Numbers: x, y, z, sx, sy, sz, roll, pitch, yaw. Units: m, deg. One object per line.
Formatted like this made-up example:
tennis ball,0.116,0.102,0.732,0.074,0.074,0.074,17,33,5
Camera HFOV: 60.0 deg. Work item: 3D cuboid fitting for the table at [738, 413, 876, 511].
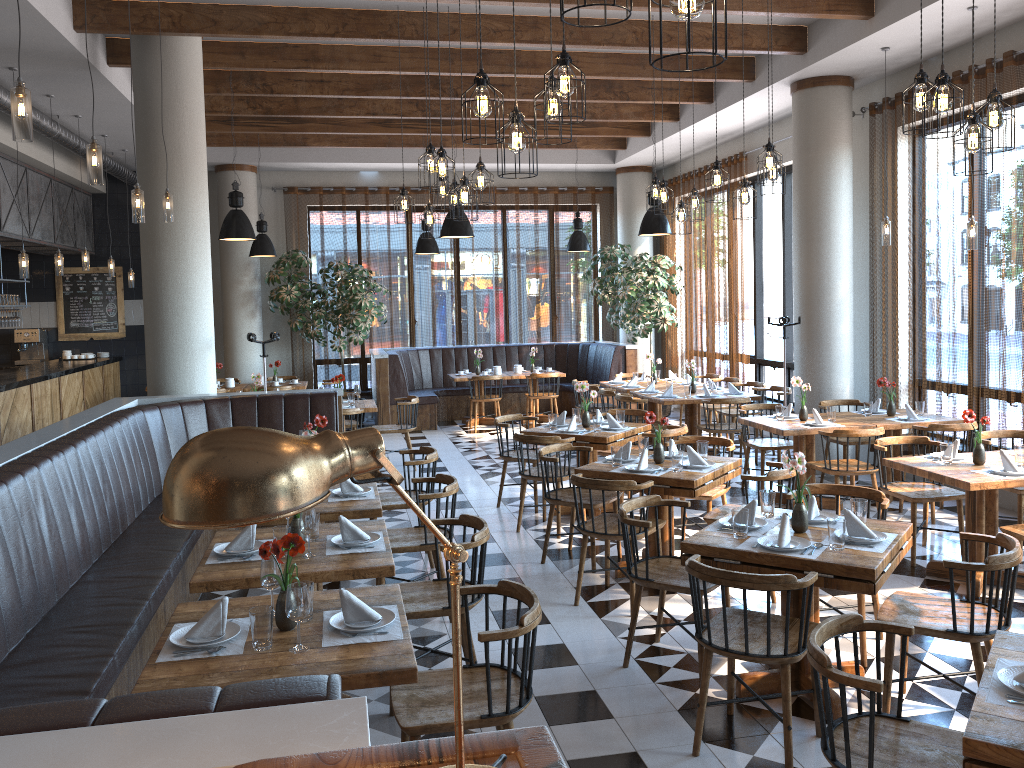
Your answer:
table,2.590,0.708,7.851,0.850,0.762,0.852,-2,4,-11

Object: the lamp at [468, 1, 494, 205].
lamp,-0.245,-2.324,6.310,0.175,2.066,0.175,-1,3,16

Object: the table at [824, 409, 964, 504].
table,3.430,0.671,8.016,0.850,0.762,0.852,-2,4,-11

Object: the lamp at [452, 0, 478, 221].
lamp,-0.350,-2.172,6.124,0.175,2.066,0.175,-4,4,-40

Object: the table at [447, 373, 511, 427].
table,-0.510,0.242,13.597,0.850,0.762,0.852,-2,4,-11

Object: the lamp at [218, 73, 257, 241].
lamp,-2.891,-2.434,9.209,0.391,1.860,0.391,-4,4,-34

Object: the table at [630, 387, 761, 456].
table,2.108,0.487,10.312,1.216,0.762,1.217,-2,5,-8

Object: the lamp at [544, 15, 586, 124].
lamp,0.213,-2.207,3.903,0.175,2.066,0.175,-3,3,-28

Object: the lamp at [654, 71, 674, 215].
lamp,1.345,-2.562,7.935,0.175,2.066,0.175,-4,4,-36

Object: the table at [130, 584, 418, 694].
table,-0.782,1.244,3.111,0.850,0.762,0.852,-2,4,-11

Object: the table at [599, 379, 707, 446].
table,1.864,0.376,11.548,1.216,0.762,1.217,-2,5,-8

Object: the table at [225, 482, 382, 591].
table,-1.208,1.051,5.260,0.850,0.762,0.852,-2,4,-11

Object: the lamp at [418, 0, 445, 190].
lamp,-0.586,-2.399,6.137,0.175,2.066,0.175,-4,4,-40

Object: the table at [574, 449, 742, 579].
table,1.013,0.920,6.043,0.864,0.762,0.866,1,5,34

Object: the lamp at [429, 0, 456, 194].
lamp,-0.495,-2.327,5.952,0.175,2.066,0.175,1,4,38

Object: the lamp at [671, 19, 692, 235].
lamp,1.528,-2.404,8.064,0.175,2.066,0.175,-3,3,-25

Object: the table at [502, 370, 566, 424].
table,0.327,0.205,13.761,0.850,0.762,0.852,-2,4,-11

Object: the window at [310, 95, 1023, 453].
window,2.789,-1.059,9.851,4.498,3.157,15.152,-5,6,-34

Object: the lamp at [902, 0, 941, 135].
lamp,2.040,-2.303,4.418,0.175,2.066,0.175,-2,3,-17

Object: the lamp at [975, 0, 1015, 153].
lamp,2.421,-2.214,4.439,0.175,2.066,0.175,1,4,40

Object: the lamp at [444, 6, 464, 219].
lamp,-0.534,-2.496,7.752,0.175,2.066,0.175,-2,3,-4

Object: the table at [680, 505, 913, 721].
table,1.374,1.084,4.221,0.864,0.762,0.866,1,5,34

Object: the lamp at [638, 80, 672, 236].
lamp,1.612,-2.633,10.093,0.391,1.860,0.391,-4,4,-34

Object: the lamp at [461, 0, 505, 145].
lamp,-0.152,-2.090,3.819,0.175,2.066,0.175,0,3,29

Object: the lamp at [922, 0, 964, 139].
lamp,2.047,-2.227,4.213,0.175,2.066,0.175,-3,3,-28

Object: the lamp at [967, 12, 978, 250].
lamp,3.602,-2.036,6.932,0.078,1.959,0.078,0,3,29

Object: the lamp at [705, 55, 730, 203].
lamp,1.508,-2.392,6.562,0.175,2.066,0.175,-3,3,-25

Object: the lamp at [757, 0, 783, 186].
lamp,1.856,-2.487,6.415,0.175,2.066,0.175,-1,3,8

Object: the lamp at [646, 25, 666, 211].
lamp,1.307,-2.637,8.137,0.175,2.066,0.175,-3,3,-25

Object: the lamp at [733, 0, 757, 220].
lamp,1.728,-2.272,6.616,0.175,2.066,0.175,-1,3,8

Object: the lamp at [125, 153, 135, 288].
lamp,-5.257,-2.303,12.136,0.078,1.959,0.078,0,3,18

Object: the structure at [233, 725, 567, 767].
structure,-0.131,1.184,0.740,0.645,1.297,1.048,-2,4,-11

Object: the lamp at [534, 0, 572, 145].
lamp,0.168,-2.169,4.109,0.175,2.066,0.175,-4,4,-39

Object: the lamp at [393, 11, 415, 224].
lamp,-0.964,-2.437,7.696,0.175,2.066,0.175,-3,3,-26

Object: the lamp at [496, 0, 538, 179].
lamp,0.000,-1.979,3.990,0.175,2.066,0.175,-3,3,-28

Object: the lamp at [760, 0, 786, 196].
lamp,1.938,-2.451,6.609,0.175,2.066,0.175,-2,3,-3

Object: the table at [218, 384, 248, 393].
table,-4.223,0.429,12.628,0.850,0.762,0.852,-2,4,-11

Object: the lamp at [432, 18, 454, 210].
lamp,-0.613,-2.533,7.556,0.175,2.066,0.175,-1,3,7

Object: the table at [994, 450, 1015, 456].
table,3.857,0.865,5.858,0.850,0.762,0.852,-2,4,-11

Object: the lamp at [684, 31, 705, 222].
lamp,1.680,-2.554,8.215,0.175,2.066,0.175,0,4,31

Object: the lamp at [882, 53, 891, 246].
lamp,3.384,-2.239,8.014,0.078,1.959,0.078,-4,4,-35

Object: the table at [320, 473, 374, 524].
table,-1.422,0.954,6.341,0.850,0.762,0.852,-2,4,-11

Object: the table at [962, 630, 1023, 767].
table,1.739,1.249,2.379,0.864,0.762,0.866,1,5,34

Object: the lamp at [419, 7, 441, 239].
lamp,-0.745,-2.317,7.754,0.175,2.066,0.175,-1,3,7

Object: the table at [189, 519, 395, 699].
table,-0.996,1.147,4.192,0.850,0.762,0.852,-2,4,-11

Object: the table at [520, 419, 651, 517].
table,0.664,0.761,7.807,0.864,0.762,0.866,1,5,34

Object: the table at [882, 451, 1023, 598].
table,3.018,0.902,5.694,0.850,0.762,0.852,-2,4,-11

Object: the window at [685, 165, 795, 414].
window,3.348,-1.316,12.407,0.365,3.158,4.979,-2,5,-11

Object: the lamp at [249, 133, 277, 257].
lamp,-3.526,-2.722,12.411,0.390,1.860,0.391,1,4,36

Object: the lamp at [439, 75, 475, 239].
lamp,-0.627,-2.534,9.653,0.391,1.860,0.391,-3,3,-24

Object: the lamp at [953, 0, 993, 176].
lamp,2.246,-2.067,4.313,0.175,2.066,0.175,-2,3,-17

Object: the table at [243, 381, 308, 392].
table,-3.386,0.392,12.792,0.850,0.762,0.852,-2,4,-11

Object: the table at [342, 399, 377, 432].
table,-1.961,0.618,10.024,0.850,0.762,0.852,-2,4,-11
